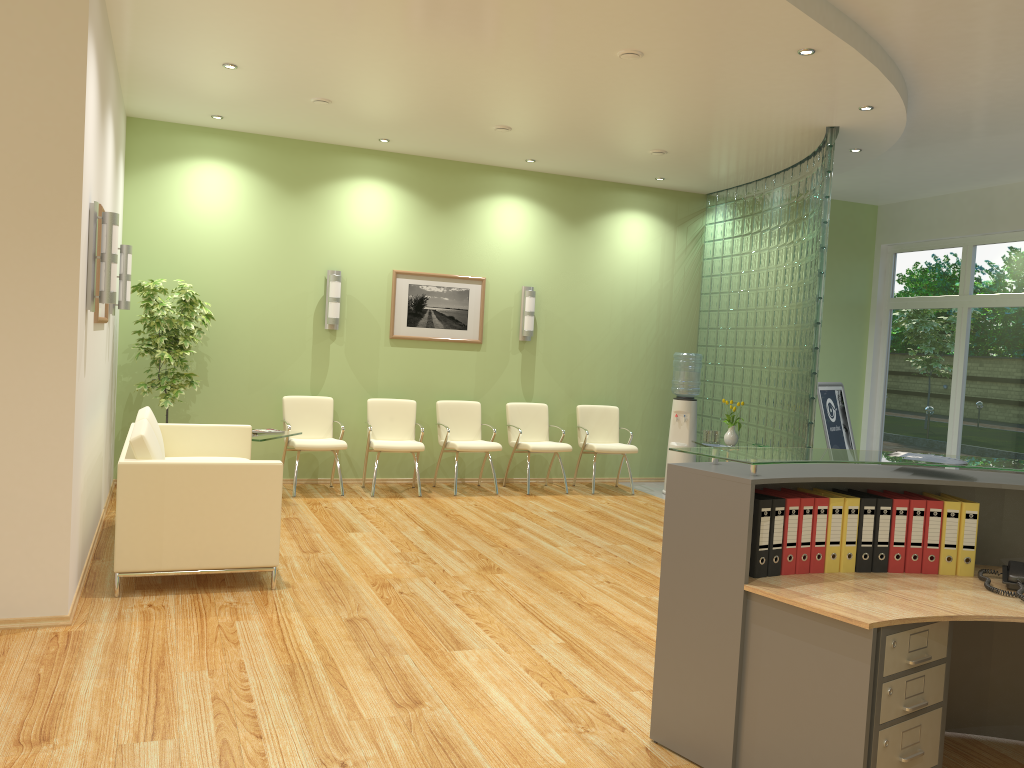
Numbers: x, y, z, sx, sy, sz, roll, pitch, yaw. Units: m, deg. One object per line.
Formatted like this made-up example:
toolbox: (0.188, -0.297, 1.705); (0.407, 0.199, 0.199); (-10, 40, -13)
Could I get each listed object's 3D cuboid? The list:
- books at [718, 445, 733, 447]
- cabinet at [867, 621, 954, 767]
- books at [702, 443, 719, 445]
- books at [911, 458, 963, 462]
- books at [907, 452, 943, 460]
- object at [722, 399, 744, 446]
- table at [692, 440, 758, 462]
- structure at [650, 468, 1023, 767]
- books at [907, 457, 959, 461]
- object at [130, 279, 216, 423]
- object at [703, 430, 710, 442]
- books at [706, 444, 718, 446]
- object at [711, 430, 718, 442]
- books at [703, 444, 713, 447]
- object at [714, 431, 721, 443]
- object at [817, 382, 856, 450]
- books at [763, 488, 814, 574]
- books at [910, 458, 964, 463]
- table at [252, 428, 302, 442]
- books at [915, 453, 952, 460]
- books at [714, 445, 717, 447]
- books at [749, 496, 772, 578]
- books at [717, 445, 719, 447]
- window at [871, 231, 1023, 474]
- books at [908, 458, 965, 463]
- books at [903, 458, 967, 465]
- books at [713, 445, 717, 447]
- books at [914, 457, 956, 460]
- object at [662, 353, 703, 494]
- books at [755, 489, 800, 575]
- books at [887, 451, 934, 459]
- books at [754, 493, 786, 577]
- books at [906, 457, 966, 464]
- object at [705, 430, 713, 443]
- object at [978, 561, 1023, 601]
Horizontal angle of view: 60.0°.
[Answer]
books: (2.096, 0.611, 8.666); (0.150, 0.004, 0.210); (3, 3, 3)
cabinet: (1.173, 1.081, 3.075); (0.463, 0.692, 0.502); (1, 3, -36)
books: (1.997, 0.601, 8.777); (0.210, 0.004, 0.150); (3, 3, 3)
books: (1.666, 0.294, 3.525); (0.210, 0.004, 0.150); (3, 3, -7)
books: (1.634, 0.289, 3.589); (0.150, 0.004, 0.210); (6, 4, 43)
object: (2.196, 0.381, 8.843); (0.219, 0.459, 0.201); (4, 3, 8)
table: (2.150, 0.915, 8.884); (0.581, 0.614, 0.581); (3, 3, -7)
structure: (2.386, 0.988, 2.469); (1.837, 1.049, 3.673); (1, 3, -36)
books: (1.662, 0.293, 3.543); (0.210, 0.004, 0.150); (2, 3, -17)
object: (-2.980, 0.031, 7.727); (0.668, 1.900, 0.943); (3, 3, -13)
object: (1.987, 0.530, 9.074); (0.071, 0.119, 0.072); (2, 3, -21)
books: (1.998, 0.602, 8.758); (0.210, 0.004, 0.150); (3, 3, -7)
object: (2.071, 0.534, 9.078); (0.071, 0.119, 0.072); (2, 3, -21)
books: (2.008, 0.604, 8.724); (0.210, 0.004, 0.150); (2, 3, -26)
object: (2.079, 0.538, 8.998); (0.071, 0.119, 0.072); (2, 3, -21)
object: (3.402, 0.624, 9.505); (0.606, 1.285, 0.848); (5, 3, 38)
books: (1.043, 0.554, 3.372); (0.063, 0.282, 0.231); (2, 3, -21)
books: (1.666, 0.295, 3.507); (0.210, 0.004, 0.150); (3, 3, 3)
table: (-2.311, 0.720, 7.589); (0.736, 0.614, 0.736); (4, 3, 13)
books: (1.646, 0.291, 3.576); (0.210, 0.004, 0.150); (1, 3, -36)
books: (2.060, 0.609, 8.674); (0.150, 0.004, 0.210); (4, 3, 23)
books: (0.853, 0.547, 3.276); (0.063, 0.282, 0.231); (2, 3, -26)
books: (2.077, 0.610, 8.668); (0.150, 0.004, 0.210); (4, 3, 13)
window: (6.393, 0.050, 6.869); (0.092, 3.000, 9.401); (2, 3, -21)
books: (1.663, 0.296, 3.489); (0.210, 0.004, 0.150); (4, 3, 13)
books: (1.649, 0.297, 3.455); (0.210, 0.004, 0.150); (5, 3, 33)
books: (2.044, 0.608, 8.683); (0.150, 0.004, 0.210); (5, 3, 33)
books: (1.655, 0.292, 3.560); (0.210, 0.004, 0.150); (2, 3, -26)
object: (1.821, 0.426, 9.412); (0.353, 1.506, 0.353); (3, 3, -14)
books: (0.982, 0.551, 3.347); (0.063, 0.282, 0.231); (2, 3, -21)
books: (1.620, 0.288, 3.601); (0.150, 0.004, 0.210); (5, 3, 33)
books: (0.912, 0.549, 3.310); (0.063, 0.282, 0.231); (2, 3, -26)
books: (1.658, 0.296, 3.471); (0.210, 0.004, 0.150); (4, 3, 23)
object: (1.995, 0.534, 8.990); (0.071, 0.119, 0.072); (2, 3, -21)
object: (1.829, 0.707, 3.185); (0.279, 0.081, 0.411); (5, 3, 28)
